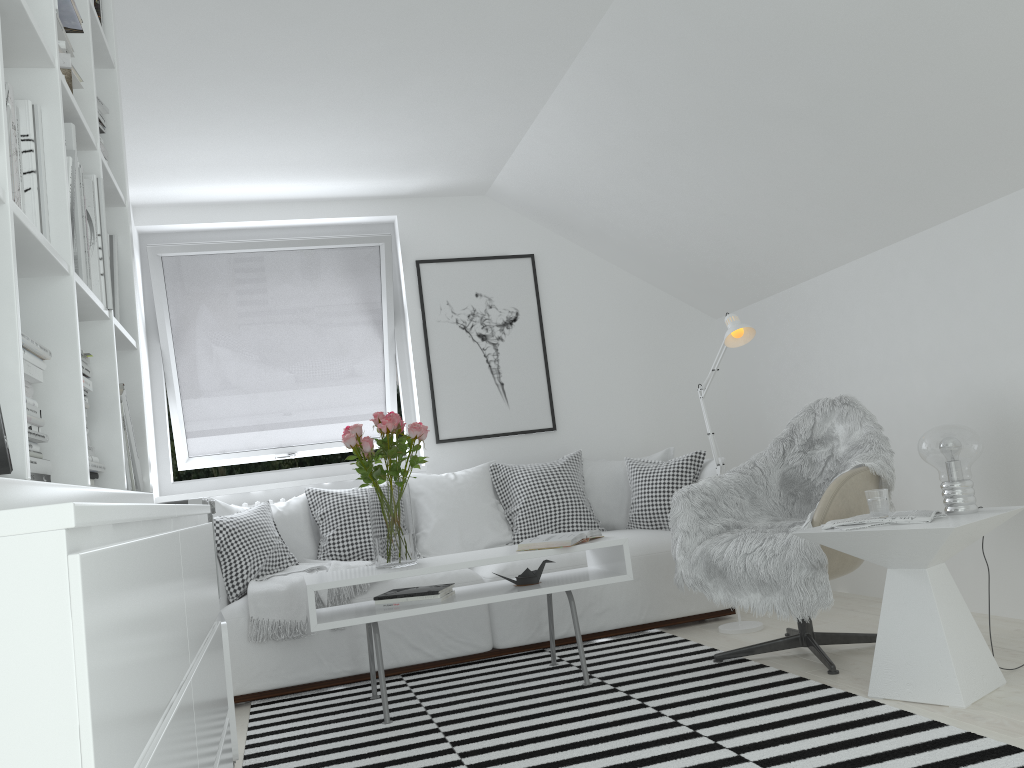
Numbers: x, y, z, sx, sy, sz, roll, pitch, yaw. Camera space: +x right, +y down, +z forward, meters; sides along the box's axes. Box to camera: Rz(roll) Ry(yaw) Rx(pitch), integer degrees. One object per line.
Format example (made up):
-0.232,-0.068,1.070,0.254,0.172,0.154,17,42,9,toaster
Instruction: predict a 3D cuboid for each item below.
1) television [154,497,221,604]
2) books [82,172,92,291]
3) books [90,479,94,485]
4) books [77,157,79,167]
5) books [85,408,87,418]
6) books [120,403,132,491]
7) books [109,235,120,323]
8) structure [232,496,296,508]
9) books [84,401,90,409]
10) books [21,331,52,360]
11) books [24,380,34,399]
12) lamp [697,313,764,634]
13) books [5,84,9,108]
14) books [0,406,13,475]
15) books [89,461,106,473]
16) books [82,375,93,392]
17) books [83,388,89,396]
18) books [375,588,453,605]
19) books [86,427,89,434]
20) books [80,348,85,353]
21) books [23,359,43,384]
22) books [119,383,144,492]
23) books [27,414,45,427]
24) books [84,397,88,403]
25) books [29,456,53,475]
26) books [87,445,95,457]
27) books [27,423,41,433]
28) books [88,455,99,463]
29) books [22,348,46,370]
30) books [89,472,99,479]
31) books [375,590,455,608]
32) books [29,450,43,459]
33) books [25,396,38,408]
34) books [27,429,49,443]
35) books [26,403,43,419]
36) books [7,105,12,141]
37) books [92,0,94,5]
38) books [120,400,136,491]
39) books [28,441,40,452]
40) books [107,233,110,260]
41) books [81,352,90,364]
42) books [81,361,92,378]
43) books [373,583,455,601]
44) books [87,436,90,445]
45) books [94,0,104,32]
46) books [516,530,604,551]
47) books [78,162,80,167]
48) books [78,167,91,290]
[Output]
-1.064,0.558,2.772,0.273,0.374,0.414,-5,-6,-15,television
-0.924,-0.292,1.751,0.161,0.254,0.012,-5,-6,-15,books
-0.923,0.192,1.642,0.232,0.014,0.308,-5,-6,-18,books
-0.929,-0.309,1.739,0.159,0.285,0.012,-5,-6,-15,books
-0.913,0.050,1.659,0.167,0.017,0.263,-5,-6,-15,books
-0.941,0.129,1.943,0.172,0.235,0.112,-5,-6,-15,books
-1.076,-0.238,2.205,0.182,0.282,0.090,-5,-6,-15,books
-0.918,0.909,4.790,1.655,0.660,0.206,-5,-6,-15,structure
-0.908,0.035,1.669,0.161,0.012,0.254,-5,-6,-15,books
-0.809,-0.059,1.298,0.182,0.016,0.288,-5,-6,-15,books
-0.824,0.000,1.272,0.180,0.028,0.296,-5,-6,-15,books
0.970,0.399,3.874,0.196,1.373,0.527,-6,-6,-11,lamp
-0.845,-0.364,1.314,0.161,0.226,0.138,-5,-6,-15,books
-0.698,-0.019,1.036,0.159,0.263,0.131,-5,-6,-15,books
-0.890,0.163,1.670,0.182,0.016,0.288,-5,-6,-15,books
-0.916,-0.004,1.678,0.174,0.021,0.273,-5,-6,-15,books
-0.906,0.009,1.662,0.161,0.013,0.256,-5,-6,-15,books
-0.371,0.805,3.373,0.254,0.014,0.191,-8,-6,9,books
-0.927,0.086,1.671,0.182,0.016,0.288,-5,-6,-15,books
-0.921,-0.073,1.676,0.161,0.012,0.254,-5,-6,-15,books
-0.817,-0.022,1.298,0.174,0.021,0.273,-5,-6,-15,books
-0.989,0.142,2.104,0.176,0.255,0.226,-5,-6,-15,books
-0.804,0.054,1.297,0.161,0.012,0.254,-5,-6,-15,books
-0.918,0.025,1.680,0.159,0.012,0.285,-5,-6,-15,books
-0.799,0.124,1.280,0.176,0.025,0.331,-5,-6,-15,books
-0.903,0.129,1.663,0.174,0.021,0.273,-5,-6,-15,books
-0.805,0.065,1.283,0.159,0.012,0.285,-5,-6,-15,books
-0.901,0.148,1.663,0.182,0.016,0.288,-5,-6,-15,books
-0.818,-0.041,1.299,0.182,0.016,0.288,-5,-6,-15,books
-0.934,0.180,1.643,0.251,0.012,0.312,-5,-6,-15,books
-0.366,0.818,3.370,0.259,0.014,0.191,-8,-6,11,books
-0.805,0.107,1.294,0.161,0.013,0.254,-5,-6,-15,books
-0.828,0.024,1.292,0.182,0.016,0.288,-5,-6,-15,books
-0.801,0.079,1.305,0.161,0.013,0.256,-5,-6,-15,books
-0.815,0.041,1.303,0.167,0.017,0.263,-5,-6,-15,books
-0.860,-0.333,1.337,0.167,0.236,0.146,-5,-6,-15,books
-1.143,-0.973,2.214,0.174,0.242,0.105,-5,-6,-15,books
-0.966,0.154,2.037,0.161,0.213,0.118,-5,-6,-15,books
-0.816,0.093,1.275,0.182,0.016,0.288,-5,-6,-15,books
-1.088,-0.240,2.185,0.182,0.282,0.090,-5,-6,-15,books
-0.920,-0.058,1.691,0.159,0.012,0.285,-5,-6,-15,books
-0.926,-0.039,1.683,0.176,0.025,0.331,-5,-6,-15,books
-0.369,0.792,3.381,0.257,0.012,0.207,-8,-6,13,books
-0.927,0.110,1.681,0.180,0.028,0.296,-5,-6,-15,books
-1.157,-0.987,2.293,0.176,0.290,0.053,-5,-6,-15,books
0.192,0.610,3.491,0.231,0.040,0.342,-10,-7,26,books
-0.956,-0.303,1.777,0.182,0.288,0.016,-5,-6,-15,books
-0.916,-0.297,1.728,0.161,0.256,0.013,-5,-6,-15,books
